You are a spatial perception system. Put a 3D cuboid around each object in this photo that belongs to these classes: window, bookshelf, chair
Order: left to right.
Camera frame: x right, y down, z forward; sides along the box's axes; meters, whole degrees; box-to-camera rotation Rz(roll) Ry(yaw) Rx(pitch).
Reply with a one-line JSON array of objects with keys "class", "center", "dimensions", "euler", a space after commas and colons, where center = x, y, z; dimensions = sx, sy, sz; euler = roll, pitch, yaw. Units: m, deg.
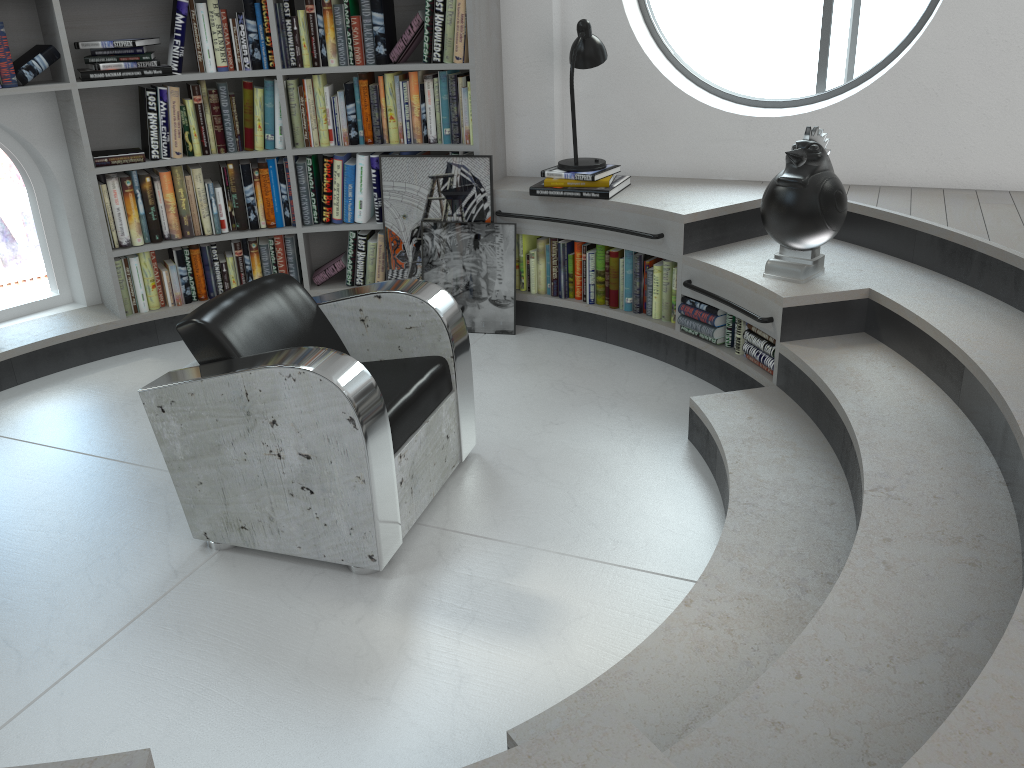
[{"class": "window", "center": [-2.814, -0.296, 3.084], "dimensions": [0.617, 1.139, 3.265], "euler": [1, 24, 9]}, {"class": "bookshelf", "center": [-1.844, -0.773, 3.044], "dimensions": [2.111, 1.861, 4.373], "euler": [7, 25, 22]}, {"class": "chair", "center": [-0.617, 0.056, 2.914], "dimensions": [0.741, 0.712, 0.831], "euler": [5, 24, 17]}, {"class": "window", "center": [1.288, -2.056, 4.156], "dimensions": [1.472, 1.455, 0.105], "euler": [8, 24, 22]}]

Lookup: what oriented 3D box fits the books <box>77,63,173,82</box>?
[{"class": "books", "center": [-1.829, -1.471, 4.177], "dimensions": [0.389, 0.041, 0.368], "euler": [-13, 26, -24]}]

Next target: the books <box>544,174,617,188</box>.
[{"class": "books", "center": [0.329, -0.979, 4.216], "dimensions": [0.304, 0.034, 0.289], "euler": [3, 24, 13]}]

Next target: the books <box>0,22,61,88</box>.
[{"class": "books", "center": [-2.183, -1.457, 3.813], "dimensions": [0.225, 0.337, 0.401], "euler": [18, 30, 40]}]

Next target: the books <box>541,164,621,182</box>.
[{"class": "books", "center": [0.327, -1.009, 4.204], "dimensions": [0.286, 0.031, 0.271], "euler": [13, 28, 31]}]

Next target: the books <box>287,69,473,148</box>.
[{"class": "books", "center": [-0.622, -1.380, 4.433], "dimensions": [1.020, 0.344, 0.278], "euler": [1, 23, 8]}]

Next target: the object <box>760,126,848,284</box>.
[{"class": "object", "center": [1.109, -0.693, 3.366], "dimensions": [0.320, 0.557, 0.323], "euler": [-4, 23, -3]}]

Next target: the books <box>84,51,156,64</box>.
[{"class": "books", "center": [-1.831, -1.530, 4.153], "dimensions": [0.286, 0.031, 0.272], "euler": [-9, 24, -15]}]

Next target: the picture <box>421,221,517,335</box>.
[{"class": "picture", "center": [-0.216, -0.527, 4.417], "dimensions": [0.489, 0.549, 0.108], "euler": [3, 23, 13]}]

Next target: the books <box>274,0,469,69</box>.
[{"class": "books", "center": [-0.644, -1.729, 4.283], "dimensions": [1.052, 0.354, 0.282], "euler": [1, 23, 9]}]

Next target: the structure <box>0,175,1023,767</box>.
[{"class": "structure", "center": [-0.546, 0.102, 2.818], "dimensions": [4.717, 0.686, 4.751], "euler": [-11, 25, -19]}]

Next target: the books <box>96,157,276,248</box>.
[{"class": "books", "center": [-1.617, -0.930, 4.431], "dimensions": [0.874, 0.347, 0.274], "euler": [-13, 25, -23]}]

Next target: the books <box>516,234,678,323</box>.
[{"class": "books", "center": [0.383, -0.559, 4.307], "dimensions": [1.151, 0.295, 0.274], "euler": [15, 28, 35]}]

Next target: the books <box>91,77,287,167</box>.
[{"class": "books", "center": [-1.549, -1.293, 4.310], "dimensions": [0.976, 0.348, 0.254], "euler": [-12, 25, -22]}]

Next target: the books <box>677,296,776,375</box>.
[{"class": "books", "center": [0.964, -0.214, 3.628], "dimensions": [0.240, 0.166, 0.670], "euler": [-13, 26, -23]}]

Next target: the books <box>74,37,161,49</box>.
[{"class": "books", "center": [-1.834, -1.587, 4.130], "dimensions": [0.286, 0.031, 0.272], "euler": [-1, 24, 3]}]

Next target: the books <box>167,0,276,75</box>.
[{"class": "books", "center": [-1.396, -1.690, 4.263], "dimensions": [0.554, 0.347, 0.258], "euler": [-10, 24, -18]}]

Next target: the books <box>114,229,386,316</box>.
[{"class": "books", "center": [-1.324, -0.630, 4.623], "dimensions": [1.498, 0.308, 0.363], "euler": [-8, 24, -13]}]

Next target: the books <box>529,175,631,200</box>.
[{"class": "books", "center": [0.330, -0.946, 4.230], "dimensions": [0.388, 0.041, 0.369], "euler": [8, 25, 22]}]

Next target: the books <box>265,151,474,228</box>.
[{"class": "books", "center": [-0.678, -1.026, 4.571], "dimensions": [1.184, 0.355, 0.307], "euler": [0, 23, 4]}]

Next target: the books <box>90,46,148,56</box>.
[{"class": "books", "center": [-1.833, -1.558, 4.142], "dimensions": [0.227, 0.036, 0.215], "euler": [-9, 24, -15]}]

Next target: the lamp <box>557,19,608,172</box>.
[{"class": "lamp", "center": [0.334, -1.336, 4.103], "dimensions": [0.234, 0.653, 0.325], "euler": [15, 28, 36]}]

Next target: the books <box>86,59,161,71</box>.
[{"class": "books", "center": [-1.830, -1.502, 4.165], "dimensions": [0.286, 0.031, 0.271], "euler": [-16, 27, -28]}]

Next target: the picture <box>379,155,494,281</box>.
[{"class": "picture", "center": [-0.370, -0.713, 4.461], "dimensions": [0.578, 0.854, 0.091], "euler": [3, 23, 13]}]
